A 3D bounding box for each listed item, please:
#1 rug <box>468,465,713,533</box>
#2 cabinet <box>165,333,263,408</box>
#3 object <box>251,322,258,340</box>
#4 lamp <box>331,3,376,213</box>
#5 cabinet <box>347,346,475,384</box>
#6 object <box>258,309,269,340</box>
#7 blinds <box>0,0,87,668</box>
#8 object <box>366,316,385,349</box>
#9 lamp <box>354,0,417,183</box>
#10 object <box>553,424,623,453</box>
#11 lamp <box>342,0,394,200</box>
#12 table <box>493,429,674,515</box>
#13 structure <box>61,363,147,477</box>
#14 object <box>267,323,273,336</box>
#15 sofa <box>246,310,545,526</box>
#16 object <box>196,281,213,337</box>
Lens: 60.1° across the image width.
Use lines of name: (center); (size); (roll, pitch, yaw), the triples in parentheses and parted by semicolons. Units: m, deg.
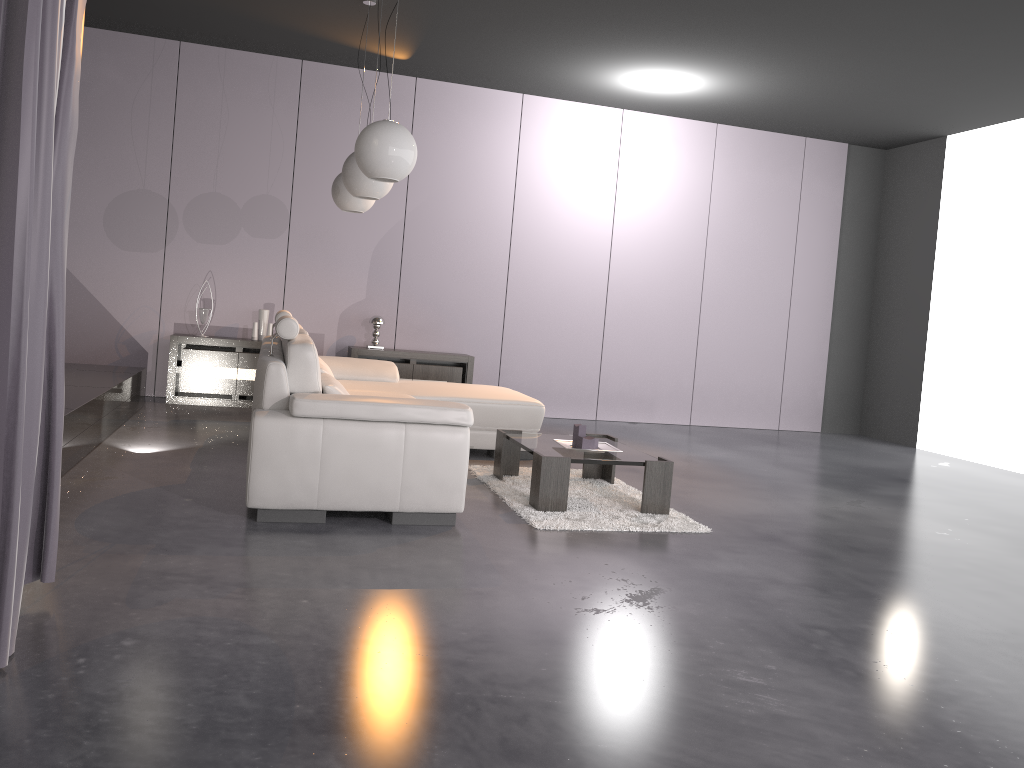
rug: (0.338, 0.601, 4.814); (0.915, 0.023, 1.531); (4, 5, -15)
cabinet: (-2.305, -0.101, 7.452); (1.071, 0.554, 0.378); (4, 3, -15)
object: (-2.163, -0.444, 7.455); (0.051, 0.152, 0.051); (3, 2, -37)
lamp: (-1.027, -1.879, 6.024); (0.306, 1.413, 0.308); (4, 2, -12)
cabinet: (-0.913, -0.013, 7.832); (1.071, 0.554, 0.378); (4, 3, -15)
object: (-2.124, -0.504, 7.553); (0.089, 0.263, 0.089); (6, 2, 36)
blinds: (-1.255, -0.833, 2.271); (0.248, 2.991, 3.299); (4, 3, -15)
object: (-1.189, -0.458, 7.762); (0.140, 0.284, 0.140); (4, 2, -15)
lamp: (-0.571, -1.707, 4.341); (0.307, 1.413, 0.307); (7, 2, 42)
object: (0.402, 0.282, 4.710); (0.304, 0.136, 0.305); (4, 4, -11)
lamp: (-0.792, -1.791, 5.166); (0.306, 1.413, 0.308); (4, 2, -12)
table: (0.354, 0.463, 4.826); (0.700, 0.270, 0.908); (4, 4, -15)
structure: (-2.203, 0.422, 2.547); (0.999, 0.300, 8.801); (4, 5, -15)
object: (-2.047, -0.437, 7.487); (0.051, 0.152, 0.051); (3, 2, -37)
sofa: (-0.556, 0.067, 5.263); (1.866, 0.857, 2.871); (4, 4, -15)
object: (-2.555, -0.627, 7.354); (0.123, 0.465, 0.108); (4, 2, -14)
